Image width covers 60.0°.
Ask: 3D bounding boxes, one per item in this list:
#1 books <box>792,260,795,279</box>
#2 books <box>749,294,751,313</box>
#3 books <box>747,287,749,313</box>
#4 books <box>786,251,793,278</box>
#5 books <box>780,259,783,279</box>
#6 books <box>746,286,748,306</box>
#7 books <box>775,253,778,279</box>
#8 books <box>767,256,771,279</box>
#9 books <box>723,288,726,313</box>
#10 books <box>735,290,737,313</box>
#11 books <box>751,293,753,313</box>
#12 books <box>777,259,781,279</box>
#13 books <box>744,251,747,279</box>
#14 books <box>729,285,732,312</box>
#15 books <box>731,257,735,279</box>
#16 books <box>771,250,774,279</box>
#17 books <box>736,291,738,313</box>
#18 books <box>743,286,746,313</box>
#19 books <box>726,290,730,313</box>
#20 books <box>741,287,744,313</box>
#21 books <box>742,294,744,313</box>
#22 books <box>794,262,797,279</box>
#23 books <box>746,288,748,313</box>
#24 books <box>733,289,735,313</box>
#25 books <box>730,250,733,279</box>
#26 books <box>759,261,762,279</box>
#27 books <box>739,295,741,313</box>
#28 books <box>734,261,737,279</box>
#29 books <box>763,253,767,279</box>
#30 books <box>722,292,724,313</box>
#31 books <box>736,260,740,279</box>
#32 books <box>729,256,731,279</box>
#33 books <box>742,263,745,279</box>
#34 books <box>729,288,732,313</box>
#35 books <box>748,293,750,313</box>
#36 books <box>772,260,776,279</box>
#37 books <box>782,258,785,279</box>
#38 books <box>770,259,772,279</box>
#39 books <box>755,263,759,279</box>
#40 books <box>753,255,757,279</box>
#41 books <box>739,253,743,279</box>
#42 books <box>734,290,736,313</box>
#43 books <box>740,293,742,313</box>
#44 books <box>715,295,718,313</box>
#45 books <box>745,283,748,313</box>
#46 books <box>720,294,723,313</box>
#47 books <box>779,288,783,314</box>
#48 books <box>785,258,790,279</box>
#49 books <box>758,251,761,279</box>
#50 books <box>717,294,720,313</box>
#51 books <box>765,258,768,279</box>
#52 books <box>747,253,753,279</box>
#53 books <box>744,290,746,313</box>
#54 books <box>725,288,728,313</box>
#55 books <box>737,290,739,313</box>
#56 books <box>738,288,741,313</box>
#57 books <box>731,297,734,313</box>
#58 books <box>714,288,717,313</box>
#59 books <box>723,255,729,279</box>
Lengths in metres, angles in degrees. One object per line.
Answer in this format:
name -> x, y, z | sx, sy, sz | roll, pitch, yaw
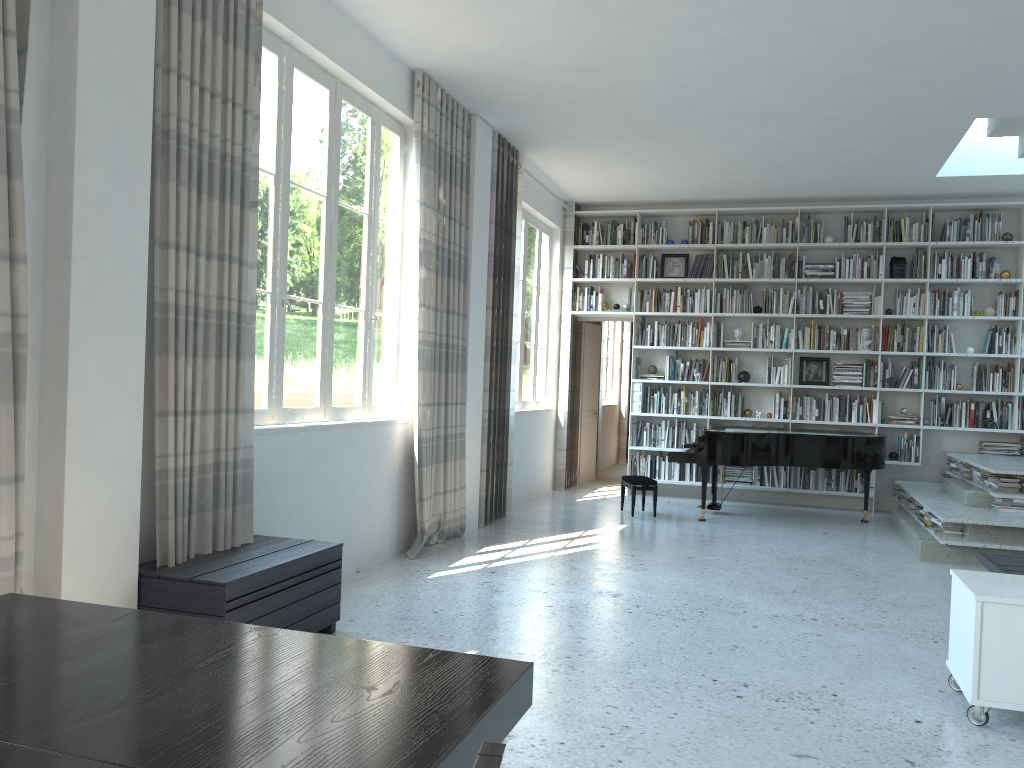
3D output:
books -> 2.990, -1.199, 9.431 | 0.028, 0.212, 0.134 | 2, 1, 17
books -> 2.563, -0.851, 9.557 | 0.012, 0.218, 0.151 | 2, 1, 17
books -> 2.537, -0.886, 9.537 | 0.011, 0.287, 0.189 | 2, 1, 17
books -> 2.944, -1.246, 9.419 | 0.058, 0.302, 0.175 | 2, 1, 17
books -> 2.869, -1.209, 9.447 | 0.022, 0.222, 0.161 | 2, 1, 17
books -> 2.532, -0.896, 9.560 | 0.005, 0.305, 0.162 | 2, 1, 17
books -> 2.826, -1.244, 9.477 | 0.022, 0.290, 0.146 | 2, 1, 17
books -> 2.753, -1.232, 9.490 | 0.028, 0.261, 0.135 | 2, 1, 17
books -> 2.310, -0.891, 9.619 | 0.026, 0.279, 0.151 | 2, 1, 17
books -> 2.428, -0.878, 9.590 | 0.010, 0.261, 0.169 | 2, 1, 17
books -> 2.583, -0.857, 9.541 | 0.031, 0.232, 0.147 | 2, 1, 17
books -> 2.843, -1.207, 9.451 | 0.030, 0.218, 0.182 | 2, 1, 17
books -> 2.524, -1.268, 9.570 | 0.013, 0.315, 0.135 | 2, 1, 17
books -> 2.364, -0.908, 9.612 | 0.011, 0.317, 0.154 | 2, 1, 17
books -> 2.390, -1.236, 9.586 | 0.031, 0.242, 0.181 | 2, 1, 17
books -> 2.781, -1.257, 9.467 | 0.011, 0.313, 0.183 | 2, 1, 17
books -> 2.438, -0.875, 9.586 | 0.011, 0.256, 0.152 | 2, 1, 17
books -> 2.508, -0.904, 9.566 | 0.004, 0.321, 0.153 | 2, 1, 17
books -> 2.343, -0.881, 9.606 | 0.024, 0.262, 0.177 | 2, 1, 17
books -> 2.486, -0.891, 9.559 | 0.011, 0.291, 0.176 | 2, 1, 17
books -> 2.502, -0.853, 9.580 | 0.012, 0.217, 0.133 | 2, 1, 17
books -> 3.014, -1.189, 9.431 | 0.019, 0.194, 0.098 | 2, 1, 17
books -> 2.535, -0.885, 9.556 | 0.004, 0.284, 0.166 | 2, 1, 17
books -> 2.400, -0.880, 9.571 | 0.009, 0.263, 0.189 | 2, 1, 17
books -> 2.371, -1.274, 9.590 | 0.012, 0.315, 0.171 | 2, 1, 17
books -> 2.678, -1.211, 9.533 | 0.024, 0.212, 0.128 | 2, 1, 17
books -> 2.461, -0.850, 9.561 | 0.011, 0.209, 0.181 | 2, 1, 17
books -> 2.419, -1.215, 9.591 | 0.024, 0.201, 0.153 | 2, 1, 17
books -> 2.709, -1.247, 9.509 | 0.026, 0.286, 0.137 | 2, 1, 17
books -> 2.293, -0.872, 9.631 | 0.012, 0.240, 0.134 | 2, 1, 17
books -> 2.443, -1.223, 9.577 | 0.029, 0.219, 0.157 | 2, 1, 17
books -> 2.362, -1.246, 9.603 | 0.011, 0.260, 0.157 | 2, 1, 17
books -> 2.497, -1.202, 9.571 | 0.034, 0.180, 0.160 | 2, 1, 17
books -> 2.367, -0.891, 9.589 | 0.010, 0.283, 0.184 | 2, 1, 17
books -> 2.555, -0.861, 9.567 | 0.009, 0.237, 0.134 | 2, 1, 17
books -> 2.802, -1.207, 9.482 | 0.024, 0.213, 0.150 | 2, 1, 17
books -> 2.896, -1.215, 9.454 | 0.024, 0.237, 0.153 | 2, 1, 17
books -> 2.771, -1.216, 9.481 | 0.013, 0.231, 0.141 | 2, 1, 17
books -> 2.634, -1.196, 9.519 | 0.028, 0.180, 0.168 | 2, 1, 17
books -> 2.611, -1.240, 9.533 | 0.027, 0.265, 0.168 | 2, 1, 17
books -> 2.469, -1.259, 9.569 | 0.023, 0.293, 0.155 | 2, 1, 17
books -> 2.411, -0.873, 9.570 | 0.012, 0.251, 0.184 | 2, 1, 17
books -> 2.480, -0.858, 9.582 | 0.011, 0.226, 0.129 | 2, 1, 17
books -> 2.226, -0.858, 9.641 | 0.015, 0.208, 0.186 | 2, 1, 17
books -> 2.528, -0.909, 9.563 | 0.005, 0.331, 0.161 | 2, 1, 17
books -> 2.280, -0.862, 9.649 | 0.024, 0.219, 0.140 | 2, 1, 17
books -> 2.866, -0.873, 9.445 | 0.022, 0.284, 0.190 | 2, 1, 17
books -> 2.928, -1.227, 9.424 | 0.055, 0.264, 0.167 | 2, 1, 17
books -> 2.655, -1.259, 9.513 | 0.012, 0.308, 0.145 | 2, 1, 17
books -> 2.255, -0.866, 9.658 | 0.029, 0.225, 0.136 | 2, 1, 17
books -> 2.723, -1.216, 9.479 | 0.021, 0.226, 0.191 | 2, 1, 17
books -> 2.558, -1.252, 9.533 | 0.075, 0.285, 0.178 | 2, 1, 17
books -> 2.511, -0.875, 9.557 | 0.010, 0.262, 0.158 | 2, 1, 17
books -> 2.326, -0.889, 9.610 | 0.012, 0.276, 0.157 | 2, 1, 17
books -> 2.443, -0.877, 9.568 | 0.009, 0.261, 0.180 | 2, 1, 17
books -> 2.454, -0.886, 9.571 | 0.011, 0.279, 0.169 | 2, 1, 17
books -> 2.389, -0.842, 9.601 | 0.029, 0.187, 0.149 | 2, 1, 17
books -> 2.220, -0.897, 9.660 | 0.012, 0.285, 0.159 | 2, 1, 17
books -> 2.327, -1.255, 9.621 | 0.067, 0.274, 0.168 | 2, 1, 17
